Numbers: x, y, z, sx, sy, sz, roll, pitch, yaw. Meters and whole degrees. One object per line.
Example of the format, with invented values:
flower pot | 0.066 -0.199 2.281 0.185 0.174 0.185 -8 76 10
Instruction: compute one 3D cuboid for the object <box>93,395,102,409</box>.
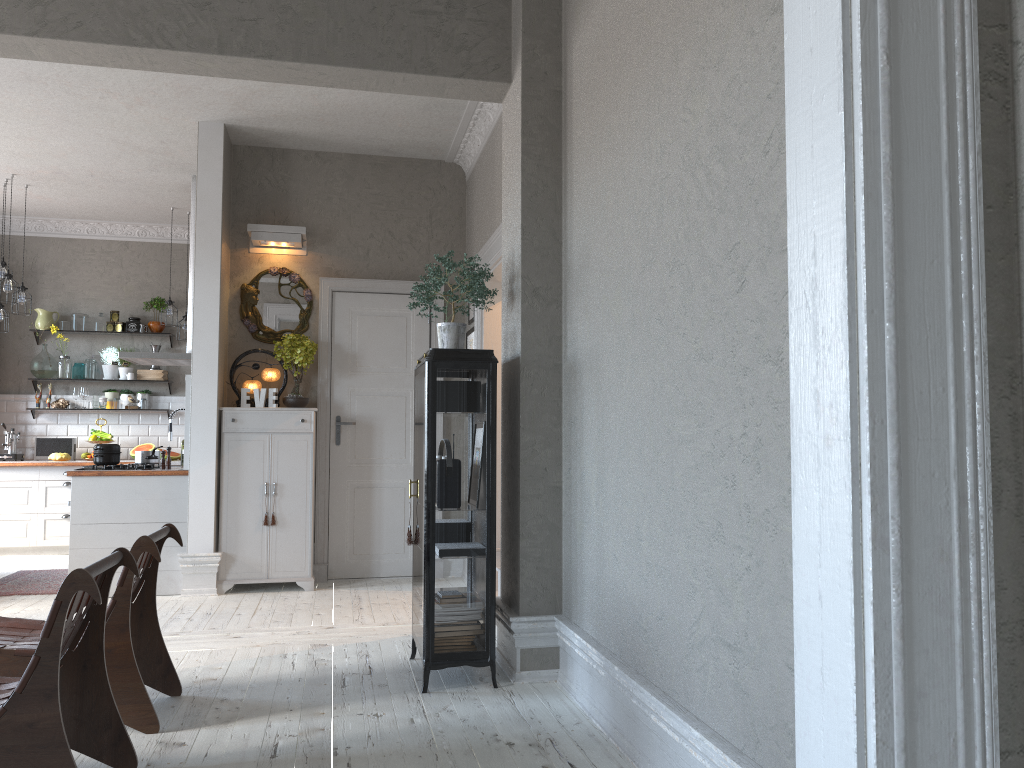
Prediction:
object | -4.207 0.183 8.978 0.080 0.139 0.077 3 -5 -40

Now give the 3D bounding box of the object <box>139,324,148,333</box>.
object | -3.781 -0.568 9.096 0.094 0.096 0.074 1 -4 -12

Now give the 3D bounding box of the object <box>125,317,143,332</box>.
object | -3.909 -0.603 9.168 0.143 0.174 0.141 1 -4 -12

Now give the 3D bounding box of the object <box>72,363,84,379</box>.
object | -4.411 -0.127 9.028 0.127 0.172 0.125 1 -4 -9

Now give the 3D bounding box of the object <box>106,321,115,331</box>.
object | -4.107 -0.579 9.072 0.083 0.113 0.082 1 -4 -12

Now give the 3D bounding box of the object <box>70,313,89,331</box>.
object | -4.402 -0.618 9.011 0.169 0.184 0.175 -2 -4 27

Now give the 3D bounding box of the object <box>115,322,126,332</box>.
object | -4.020 -0.577 9.089 0.083 0.113 0.082 0 -4 -2

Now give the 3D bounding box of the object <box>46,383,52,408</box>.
object | -4.655 0.120 8.920 0.052 0.264 0.062 -1 -4 24

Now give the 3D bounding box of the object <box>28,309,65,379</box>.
object | -4.701 -0.391 8.873 0.341 0.674 0.330 4 -5 -44

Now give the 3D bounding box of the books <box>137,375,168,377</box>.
books | -3.720 -0.082 9.167 0.262 0.011 0.157 0 -4 -7

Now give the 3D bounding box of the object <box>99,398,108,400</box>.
object | -4.131 0.165 8.953 0.078 0.051 0.076 2 -4 -27

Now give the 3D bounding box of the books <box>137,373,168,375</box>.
books | -3.720 -0.104 9.168 0.262 0.011 0.157 0 -4 -7

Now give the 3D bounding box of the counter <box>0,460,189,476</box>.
counter | -4.106 0.691 7.392 3.192 0.039 3.358 1 -4 -12

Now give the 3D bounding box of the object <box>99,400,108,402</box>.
object | -4.131 0.191 8.951 0.077 0.051 0.077 0 -4 6

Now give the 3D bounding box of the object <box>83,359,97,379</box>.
object | -4.272 -0.147 8.971 0.124 0.206 0.126 0 -4 10

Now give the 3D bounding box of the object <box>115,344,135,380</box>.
object | -3.965 -0.227 9.088 0.166 0.380 0.188 -3 -5 38

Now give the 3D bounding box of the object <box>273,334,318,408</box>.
object | -1.574 -0.096 6.506 0.293 0.553 0.345 -1 -4 22

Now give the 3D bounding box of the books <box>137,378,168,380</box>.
books | -3.720 -0.050 9.165 0.262 0.011 0.157 0 -4 -7

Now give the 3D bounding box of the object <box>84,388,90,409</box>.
object | -4.337 0.146 9.006 0.083 0.217 0.080 2 -4 -26

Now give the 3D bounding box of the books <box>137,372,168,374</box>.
books | -3.720 -0.115 9.169 0.261 0.016 0.157 0 -4 -1

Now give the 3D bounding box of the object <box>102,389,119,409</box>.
object | -4.120 0.150 9.085 0.160 0.217 0.153 2 -4 -33

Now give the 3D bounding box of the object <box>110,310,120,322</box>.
object | -4.071 -0.690 9.075 0.084 0.113 0.081 2 -4 -32

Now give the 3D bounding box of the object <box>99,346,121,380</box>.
object | -4.106 -0.214 9.107 0.244 0.354 0.235 0 -4 5

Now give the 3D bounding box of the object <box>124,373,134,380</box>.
object | -3.888 -0.077 9.032 0.105 0.071 0.063 -1 -4 17

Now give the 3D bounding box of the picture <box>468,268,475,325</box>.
picture | -0.306 -0.670 6.737 0.012 0.416 0.279 1 -4 -11

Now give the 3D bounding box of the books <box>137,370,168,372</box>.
books | -3.720 -0.136 9.170 0.262 0.011 0.157 0 -4 -7

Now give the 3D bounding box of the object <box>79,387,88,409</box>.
object | -4.317 0.141 8.920 0.083 0.217 0.080 2 -4 -26

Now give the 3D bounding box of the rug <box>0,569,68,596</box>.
rug | -3.521 1.479 6.656 0.743 0.014 1.277 1 -4 -12

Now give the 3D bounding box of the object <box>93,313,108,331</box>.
object | -4.245 -0.627 9.145 0.137 0.220 0.143 -3 -4 37

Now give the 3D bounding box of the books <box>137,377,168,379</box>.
books | -3.720 -0.061 9.166 0.261 0.016 0.157 0 -4 -1

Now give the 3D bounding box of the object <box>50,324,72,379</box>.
object | -4.521 -0.323 8.867 0.194 0.540 0.277 2 -4 -20

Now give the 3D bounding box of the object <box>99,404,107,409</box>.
object | -4.132 0.225 8.949 0.078 0.051 0.076 1 -4 -20

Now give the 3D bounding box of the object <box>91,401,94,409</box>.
object | -4.252 0.215 9.042 0.077 0.083 0.078 0 -4 5

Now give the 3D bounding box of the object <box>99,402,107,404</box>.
object | -4.131 0.208 8.950 0.078 0.051 0.076 1 -4 -20

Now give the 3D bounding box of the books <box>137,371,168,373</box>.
books | -3.720 -0.125 9.170 0.262 0.016 0.157 0 -4 -4

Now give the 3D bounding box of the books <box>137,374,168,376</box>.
books | -3.720 -0.093 9.168 0.263 0.011 0.156 1 -4 -10

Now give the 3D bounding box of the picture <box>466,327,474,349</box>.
picture | -0.308 -0.256 6.714 0.014 0.331 0.485 1 -4 -11

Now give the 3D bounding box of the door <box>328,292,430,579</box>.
door | -1.014 0.386 6.827 0.759 2.183 0.079 1 -4 -14

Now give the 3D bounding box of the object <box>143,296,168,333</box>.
object | -3.671 -0.713 9.185 0.259 0.397 0.243 -1 -4 12

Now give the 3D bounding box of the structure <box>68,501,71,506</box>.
structure | -2.780 0.959 6.366 0.624 0.623 0.616 1 -4 -12

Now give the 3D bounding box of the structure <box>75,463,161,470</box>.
structure | -2.805 0.595 6.387 0.501 0.031 0.600 1 -4 -12

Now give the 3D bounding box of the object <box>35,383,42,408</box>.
object | -4.762 0.119 8.911 0.054 0.264 0.060 3 -5 -41

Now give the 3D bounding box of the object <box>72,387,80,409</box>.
object | -4.423 0.145 8.990 0.083 0.217 0.080 2 -4 -26

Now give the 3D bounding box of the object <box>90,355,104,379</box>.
object | -4.279 -0.166 9.124 0.132 0.264 0.131 1 -4 -7

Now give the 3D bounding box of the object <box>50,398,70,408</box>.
object | -4.549 0.195 8.916 0.180 0.111 0.094 3 -4 -35

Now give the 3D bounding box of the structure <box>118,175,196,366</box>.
structure | -2.856 -0.976 7.537 0.719 1.596 0.705 1 -4 -12

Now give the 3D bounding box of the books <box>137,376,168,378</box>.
books | -3.720 -0.071 9.166 0.262 0.016 0.157 0 -4 -4
